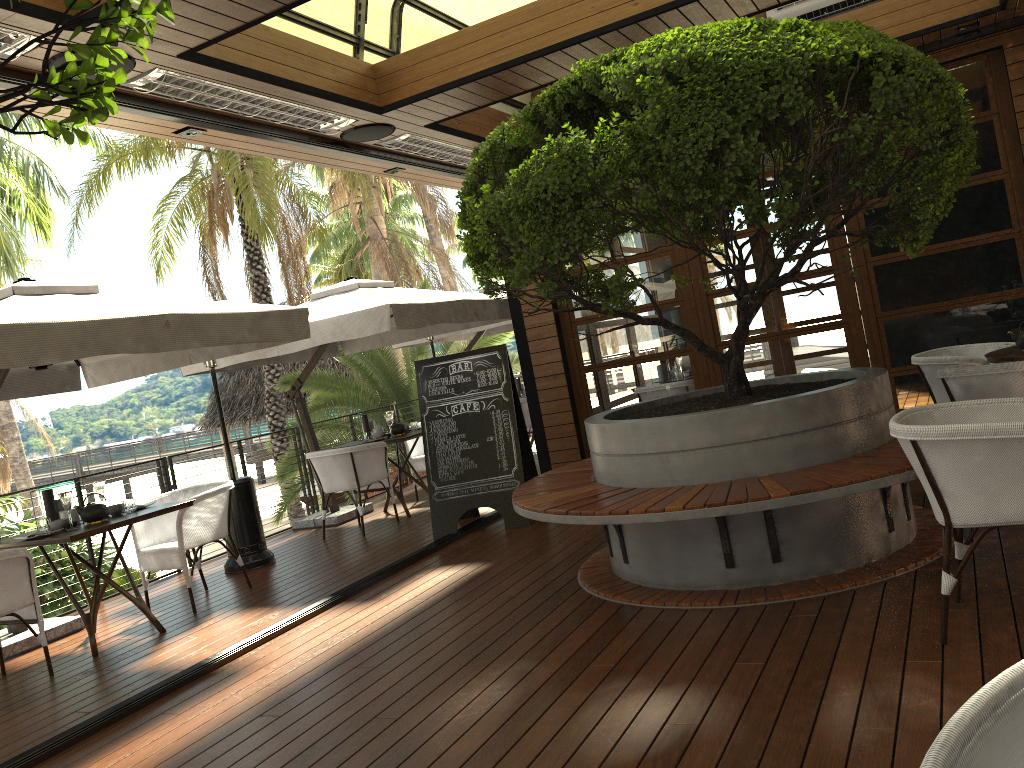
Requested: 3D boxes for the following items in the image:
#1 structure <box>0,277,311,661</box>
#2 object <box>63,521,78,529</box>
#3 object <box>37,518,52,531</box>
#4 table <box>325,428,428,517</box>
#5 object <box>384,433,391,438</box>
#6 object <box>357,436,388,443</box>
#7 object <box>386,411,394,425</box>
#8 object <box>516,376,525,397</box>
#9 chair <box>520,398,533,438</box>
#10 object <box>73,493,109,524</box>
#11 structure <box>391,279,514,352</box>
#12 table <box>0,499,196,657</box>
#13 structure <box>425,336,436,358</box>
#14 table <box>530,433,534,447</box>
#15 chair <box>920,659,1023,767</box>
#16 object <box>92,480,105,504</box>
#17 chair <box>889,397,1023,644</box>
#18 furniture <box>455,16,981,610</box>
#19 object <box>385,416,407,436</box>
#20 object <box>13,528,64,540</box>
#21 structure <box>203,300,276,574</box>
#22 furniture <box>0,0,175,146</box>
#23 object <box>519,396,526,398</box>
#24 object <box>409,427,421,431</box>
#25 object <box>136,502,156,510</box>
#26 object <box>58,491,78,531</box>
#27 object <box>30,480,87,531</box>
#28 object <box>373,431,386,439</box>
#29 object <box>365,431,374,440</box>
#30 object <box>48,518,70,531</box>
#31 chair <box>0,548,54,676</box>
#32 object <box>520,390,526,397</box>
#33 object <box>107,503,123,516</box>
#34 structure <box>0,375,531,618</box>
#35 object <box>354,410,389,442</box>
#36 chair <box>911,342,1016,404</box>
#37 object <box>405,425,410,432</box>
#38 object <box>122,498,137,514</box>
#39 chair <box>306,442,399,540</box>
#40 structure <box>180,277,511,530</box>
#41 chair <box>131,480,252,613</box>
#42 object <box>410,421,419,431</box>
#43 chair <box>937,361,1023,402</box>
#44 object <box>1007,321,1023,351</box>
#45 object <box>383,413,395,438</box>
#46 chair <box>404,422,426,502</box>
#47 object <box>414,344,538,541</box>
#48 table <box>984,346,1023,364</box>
[{"bbox_3d":[-2.837,0.483,5.567,2.410,2.332,2.418,-10,1,27],"label":"structure"},{"bbox_3d":[-2.658,0.855,5.343,0.080,0.042,0.080,-11,1,-12],"label":"object"},{"bbox_3d":[-2.854,0.867,5.418,0.086,0.086,0.087,-10,1,32],"label":"object"},{"bbox_3d":[-1.102,0.871,8.601,0.930,0.749,0.933,-10,1,27],"label":"table"},{"bbox_3d":[-1.163,0.487,8.358,0.080,0.042,0.080,-10,1,18],"label":"object"},{"bbox_3d":[-1.275,0.520,8.240,0.294,0.025,0.170,-10,2,27],"label":"object"},{"bbox_3d":[-1.200,0.383,8.841,0.082,0.227,0.082,-10,1,28],"label":"object"},{"bbox_3d":[0.136,0.035,11.696,0.264,0.264,0.263,-11,1,-18],"label":"object"},{"bbox_3d":[0.051,0.568,10.923,0.626,0.788,0.618,-10,1,28],"label":"chair"},{"bbox_3d":[-2.598,0.769,5.501,0.163,0.179,0.168,-10,1,29],"label":"object"},{"bbox_3d":[0.151,-0.252,11.592,2.410,2.332,2.418,-10,1,27],"label":"structure"},{"bbox_3d":[-2.600,1.239,5.580,0.930,0.749,0.933,-10,1,27],"label":"table"},{"bbox_3d":[-0.831,0.037,10.241,0.699,2.192,0.700,-11,1,15],"label":"structure"},{"bbox_3d":[0.396,0.502,11.622,0.930,0.749,0.933,-10,1,27],"label":"table"},{"bbox_3d":[0.777,0.715,0.777,0.628,0.788,0.616,-12,1,-42],"label":"chair"},{"bbox_3d":[-2.695,0.751,5.826,0.082,0.227,0.082,-10,1,28],"label":"object"},{"bbox_3d":[1.747,0.464,3.160,0.616,0.788,0.628,-10,1,33],"label":"chair"},{"bbox_3d":[1.118,-0.424,4.762,2.570,2.722,2.718,-11,1,-8],"label":"furniture"},{"bbox_3d":[-1.104,0.401,8.519,0.167,0.179,0.163,-10,1,25],"label":"object"},{"bbox_3d":[-2.770,0.888,5.225,0.294,0.025,0.170,-10,2,27],"label":"object"},{"bbox_3d":[-2.335,0.407,7.209,0.699,2.192,0.700,-11,1,15],"label":"structure"},{"bbox_3d":[-1.236,0.151,0.170,2.613,2.722,2.698,-10,1,18],"label":"furniture"},{"bbox_3d":[0.234,0.149,11.283,0.294,0.025,0.170,-10,2,27],"label":"object"},{"bbox_3d":[-1.028,0.455,8.891,0.294,0.025,0.170,-10,2,27],"label":"object"},{"bbox_3d":[-2.523,0.823,5.876,0.294,0.025,0.170,-10,2,27],"label":"object"},{"bbox_3d":[-2.636,0.755,5.272,0.082,0.227,0.082,-11,1,16],"label":"object"},{"bbox_3d":[-2.869,0.774,5.638,0.264,0.264,0.263,-11,1,-18],"label":"object"},{"bbox_3d":[-1.251,0.491,8.402,0.116,0.065,0.116,-10,2,31],"label":"object"},{"bbox_3d":[-1.359,0.499,8.433,0.086,0.086,0.087,-10,1,32],"label":"object"},{"bbox_3d":[-2.747,0.859,5.387,0.116,0.065,0.116,-10,1,25],"label":"object"},{"bbox_3d":[-2.977,1.314,4.817,0.626,0.788,0.618,-10,1,28],"label":"chair"},{"bbox_3d":[0.150,0.127,11.476,0.086,0.086,0.087,-10,1,32],"label":"object"},{"bbox_3d":[-2.554,0.813,5.714,0.116,0.065,0.116,-10,1,25],"label":"object"},{"bbox_3d":[-5.595,1.862,2.189,0.163,1.153,26.311,-10,2,27],"label":"structure"},{"bbox_3d":[-1.374,0.406,8.653,0.264,0.264,0.263,-11,1,-18],"label":"object"},{"bbox_3d":[3.044,0.144,5.806,0.628,0.788,0.616,-11,1,-32],"label":"chair"},{"bbox_3d":[-1.059,0.445,8.729,0.116,0.065,0.116,-10,2,31],"label":"object"},{"bbox_3d":[-2.452,0.784,5.678,0.086,0.086,0.087,-10,1,32],"label":"object"},{"bbox_3d":[-1.433,0.934,7.930,0.626,0.788,0.618,-10,1,28],"label":"chair"},{"bbox_3d":[-1.343,0.116,8.579,2.410,2.332,2.418,-10,1,27],"label":"structure"},{"bbox_3d":[-2.242,1.134,6.244,0.626,0.788,0.618,-10,1,28],"label":"chair"},{"bbox_3d":[-0.957,0.415,8.693,0.086,0.086,0.087,-10,1,32],"label":"object"},{"bbox_3d":[2.678,0.244,4.687,0.618,0.788,0.626,-11,1,-32],"label":"chair"},{"bbox_3d":[3.030,-0.290,5.192,0.163,0.179,0.167,-11,1,-25],"label":"object"},{"bbox_3d":[-1.141,0.387,8.287,0.082,0.227,0.082,-10,1,28],"label":"object"},{"bbox_3d":[-0.724,0.761,9.305,0.626,0.788,0.618,-10,1,28],"label":"chair"},{"bbox_3d":[-0.290,0.431,7.122,0.768,1.397,0.772,-11,1,11],"label":"object"},{"bbox_3d":[3.436,0.108,5.100,1.166,0.749,1.166,-11,1,-4],"label":"table"}]
